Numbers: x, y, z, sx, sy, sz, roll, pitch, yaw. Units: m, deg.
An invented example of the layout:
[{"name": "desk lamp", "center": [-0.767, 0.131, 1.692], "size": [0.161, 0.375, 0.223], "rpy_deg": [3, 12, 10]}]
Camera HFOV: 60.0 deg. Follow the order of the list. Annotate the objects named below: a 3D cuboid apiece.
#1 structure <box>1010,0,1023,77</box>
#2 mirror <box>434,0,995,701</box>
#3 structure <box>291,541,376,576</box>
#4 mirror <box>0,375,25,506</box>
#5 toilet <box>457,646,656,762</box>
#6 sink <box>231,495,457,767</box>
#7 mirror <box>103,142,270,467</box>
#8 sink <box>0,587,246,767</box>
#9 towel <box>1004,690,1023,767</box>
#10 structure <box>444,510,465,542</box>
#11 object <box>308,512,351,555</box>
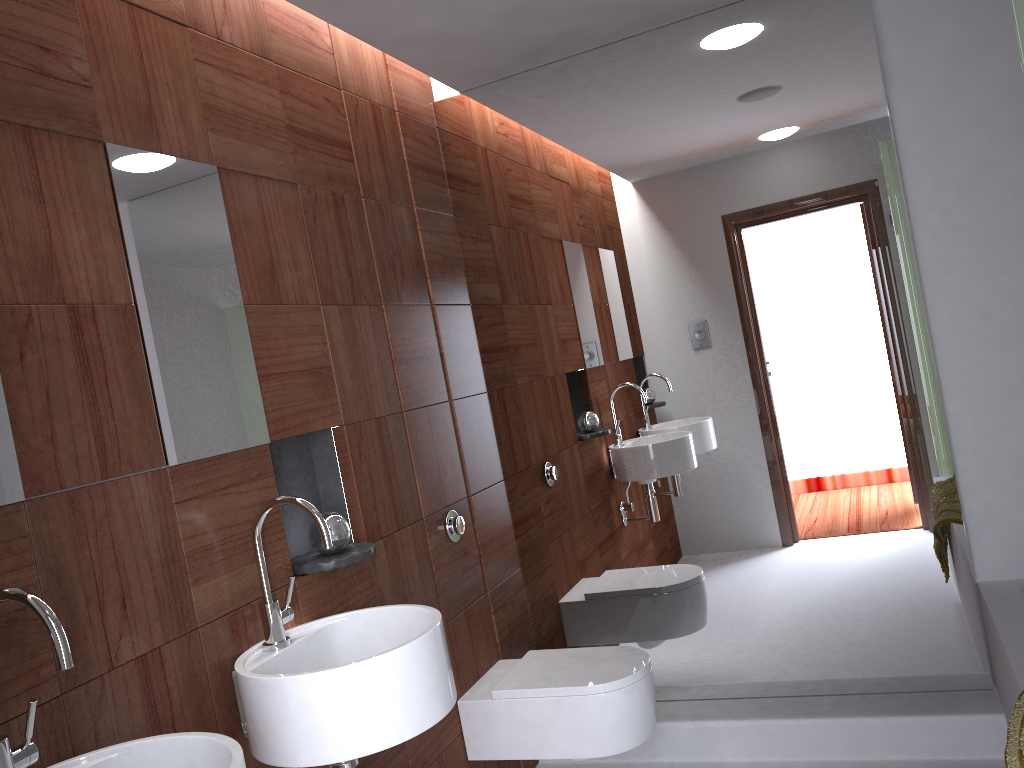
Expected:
[{"name": "structure", "center": [0.983, 0.110, 0.446], "size": [1.015, 2.079, 0.765], "rpy_deg": [-10, 1, 22]}, {"name": "mirror", "center": [0.582, -0.047, 2.896], "size": [1.433, 2.183, 0.019], "rpy_deg": [-10, 1, 22]}, {"name": "structure", "center": [-0.441, 0.422, 2.151], "size": [0.222, 0.023, 0.220], "rpy_deg": [-11, 1, 12]}, {"name": "mirror", "center": [-0.899, -0.112, 1.268], "size": [0.010, 0.635, 0.316], "rpy_deg": [-10, 1, 22]}, {"name": "toilet", "center": [0.169, 0.982, 2.641], "size": [0.547, 0.284, 0.329], "rpy_deg": [-10, 1, 22]}, {"name": "sink", "center": [-0.336, 0.567, 1.785], "size": [0.417, 0.715, 0.415], "rpy_deg": [-10, 1, 22]}, {"name": "mirror", "center": [-0.667, -0.165, 1.855], "size": [0.010, 0.635, 0.316], "rpy_deg": [-10, 1, 22]}, {"name": "sink", "center": [-0.567, 0.619, 1.200], "size": [0.417, 0.715, 0.415], "rpy_deg": [-10, 1, 22]}, {"name": "towel", "center": [1.080, 0.827, 1.483], "size": [0.349, 0.452, 0.890], "rpy_deg": [-11, 1, 17]}, {"name": "structure", "center": [-0.172, 0.437, 2.736], "size": [0.034, 0.098, 0.098], "rpy_deg": [-10, 1, 22]}, {"name": "object", "center": [-0.669, 0.413, 1.567], "size": [0.104, 0.104, 1.350], "rpy_deg": [-10, 1, 22]}]
